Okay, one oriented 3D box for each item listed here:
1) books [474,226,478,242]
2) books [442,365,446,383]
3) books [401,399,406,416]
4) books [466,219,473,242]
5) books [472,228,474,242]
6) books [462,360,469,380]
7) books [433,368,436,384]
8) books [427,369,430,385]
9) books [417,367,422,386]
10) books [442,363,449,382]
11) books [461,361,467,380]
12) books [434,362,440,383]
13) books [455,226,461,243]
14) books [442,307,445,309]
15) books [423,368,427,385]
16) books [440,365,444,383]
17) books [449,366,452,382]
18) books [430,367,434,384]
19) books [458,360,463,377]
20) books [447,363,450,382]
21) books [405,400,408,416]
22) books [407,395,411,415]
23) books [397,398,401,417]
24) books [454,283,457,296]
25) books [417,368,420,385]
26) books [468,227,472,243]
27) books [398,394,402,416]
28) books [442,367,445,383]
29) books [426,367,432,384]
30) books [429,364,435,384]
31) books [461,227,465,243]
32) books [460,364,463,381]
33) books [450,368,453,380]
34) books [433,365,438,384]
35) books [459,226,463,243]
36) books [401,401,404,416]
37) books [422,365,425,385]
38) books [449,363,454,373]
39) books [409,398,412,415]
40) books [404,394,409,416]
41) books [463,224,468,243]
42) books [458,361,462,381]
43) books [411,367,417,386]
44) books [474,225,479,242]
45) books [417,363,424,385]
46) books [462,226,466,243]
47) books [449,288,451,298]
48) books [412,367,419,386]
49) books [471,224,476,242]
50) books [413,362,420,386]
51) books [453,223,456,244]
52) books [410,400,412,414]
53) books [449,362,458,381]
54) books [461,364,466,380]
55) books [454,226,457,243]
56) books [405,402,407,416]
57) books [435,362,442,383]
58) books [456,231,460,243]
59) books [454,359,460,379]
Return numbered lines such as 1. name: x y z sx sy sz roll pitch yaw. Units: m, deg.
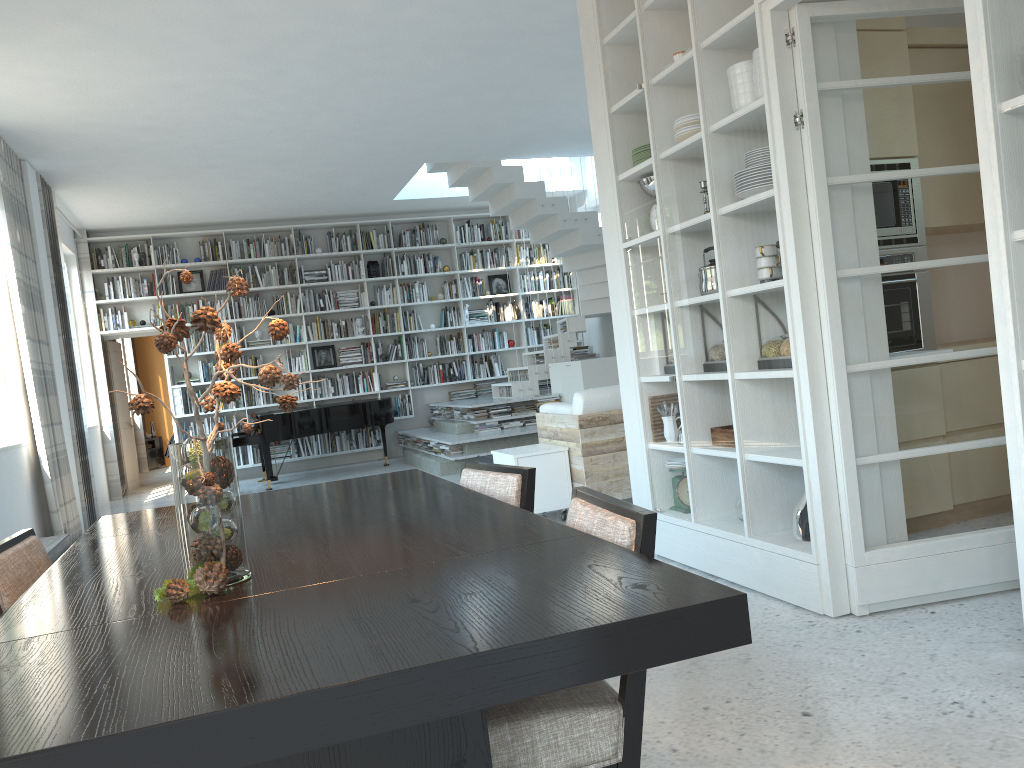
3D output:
1. books: -0.515 -2.037 12.177 0.022 0.236 0.172 -7 2 -18
2. books: -0.933 -0.139 12.061 0.021 0.243 0.131 -7 2 -18
3. books: -1.440 0.313 11.772 0.026 0.225 0.175 -7 2 -18
4. books: -0.577 -2.078 12.151 0.014 0.332 0.180 -7 2 -18
5. books: -0.557 -2.025 12.183 0.030 0.220 0.133 -7 2 -18
6. books: -0.637 -0.191 12.139 0.025 0.272 0.171 -7 2 -18
7. books: -1.068 -0.111 12.013 0.012 0.221 0.153 -7 2 -18
8. books: -1.139 -0.100 11.980 0.011 0.217 0.175 -7 2 -18
9. books: -1.253 -0.105 11.928 0.023 0.256 0.178 -7 2 -18
10. books: -0.907 -0.152 12.052 0.026 0.262 0.173 -7 2 -18
11. books: -0.660 -0.180 12.131 0.026 0.258 0.156 -7 2 -18
12. books: -1.014 -0.150 12.033 0.012 0.285 0.159 -7 2 -18
13. books: -0.740 -2.016 12.104 0.025 0.251 0.178 -7 2 -18
14. books: -0.910 -0.905 12.072 0.016 0.290 0.135 -7 2 -18
15. books: -1.176 -0.102 11.967 0.065 0.231 0.162 -7 2 -18
16. books: -0.974 -0.134 12.026 0.031 0.244 0.184 -7 2 -18
17. books: -0.860 -0.132 12.077 0.022 0.211 0.135 -7 2 -18
18. books: -1.098 -0.110 12.000 0.024 0.228 0.159 -7 2 -18
19. books: -0.710 -0.187 12.140 0.012 0.282 0.143 -7 2 -18
20. books: -0.885 -0.155 12.067 0.026 0.263 0.169 -7 2 -18
21. books: -1.411 0.316 11.781 0.011 0.212 0.178 -7 2 -18
22. books: -1.390 0.283 11.818 0.015 0.271 0.157 -7 2 -18
23. books: -1.505 0.311 11.758 0.014 0.246 0.176 -7 2 -18
24. books: -0.785 -1.257 12.104 0.013 0.221 0.155 -7 2 -18
25. books: -1.277 -0.094 11.945 0.015 0.240 0.152 -7 2 -18
26. books: -0.596 -2.025 12.157 0.030 0.231 0.148 -7 2 -18
27. books: -1.492 0.281 11.782 0.032 0.300 0.149 -7 2 -18
28. books: -0.952 -0.134 12.048 0.025 0.238 0.156 -7 2 -18
29. books: -1.125 -0.111 11.996 0.029 0.235 0.142 -7 2 -18
30. books: -1.082 -0.132 12.003 0.014 0.268 0.171 -7 2 -18
31. books: -0.692 -2.013 12.123 0.024 0.231 0.168 -7 2 -18
32. books: -0.710 -0.155 12.114 0.013 0.220 0.168 -7 2 -18
33. books: -0.834 -0.120 12.079 0.025 0.181 0.169 -7 2 -18
34. books: -1.048 -0.129 12.003 0.025 0.252 0.181 -7 2 -18
35. books: -0.714 -2.015 12.108 0.026 0.242 0.184 -7 2 -18
36. books: -1.465 0.327 11.790 0.013 0.202 0.139 -7 2 -18
37. books: -1.212 -0.120 11.949 0.010 0.277 0.174 -7 2 -18
38. books: -0.822 -0.156 12.085 0.012 0.249 0.164 -7 2 -18
39. books: -1.371 0.300 11.809 0.013 0.233 0.149 -7 2 -18
40. books: -1.402 0.278 11.791 0.021 0.285 0.172 -7 2 -18
41. books: -0.635 -2.044 12.142 0.048 0.278 0.150 -7 2 -18
42. books: -0.733 -0.175 12.119 0.021 0.265 0.150 -7 2 -18
43. books: -1.320 -0.096 11.925 0.012 0.254 0.161 -7 2 -18
44. books: -0.498 -2.049 12.191 0.021 0.254 0.151 -7 2 -18
45. books: -1.230 -0.127 11.934 0.030 0.294 0.188 -7 2 -18
46. books: -0.674 -2.025 12.147 0.027 0.249 0.140 -7 2 -18
47. books: -0.867 -1.250 12.095 0.011 0.228 0.131 -7 2 -18
48. books: -1.297 -0.102 11.911 0.023 0.262 0.186 -7 2 -18
49. books: -0.533 -2.048 12.170 0.014 0.262 0.168 -7 2 -18
50. books: -1.285 -0.131 11.916 0.010 0.316 0.187 -7 2 -18
51. books: -0.805 -2.030 12.091 0.028 0.294 0.150 -7 2 -18
52. books: -1.361 0.312 11.825 0.012 0.206 0.160 -7 2 -18
53. books: -0.785 -0.169 12.091 0.070 0.266 0.186 -7 2 -18
54. books: -0.680 -0.163 12.118 0.025 0.228 0.175 -7 2 -18
55. books: -0.786 -2.018 12.107 0.014 0.264 0.140 -7 2 -18
56. books: -1.427 0.311 11.793 0.012 0.226 0.149 -7 2 -18
57. books: -0.997 -0.155 12.016 0.012 0.293 0.175 -7 2 -18
58. books: -0.755 -1.980 12.087 0.022 0.182 0.190 -7 2 -18
59. books: -0.750 -0.187 12.113 0.013 0.294 0.134 -7 2 -18
